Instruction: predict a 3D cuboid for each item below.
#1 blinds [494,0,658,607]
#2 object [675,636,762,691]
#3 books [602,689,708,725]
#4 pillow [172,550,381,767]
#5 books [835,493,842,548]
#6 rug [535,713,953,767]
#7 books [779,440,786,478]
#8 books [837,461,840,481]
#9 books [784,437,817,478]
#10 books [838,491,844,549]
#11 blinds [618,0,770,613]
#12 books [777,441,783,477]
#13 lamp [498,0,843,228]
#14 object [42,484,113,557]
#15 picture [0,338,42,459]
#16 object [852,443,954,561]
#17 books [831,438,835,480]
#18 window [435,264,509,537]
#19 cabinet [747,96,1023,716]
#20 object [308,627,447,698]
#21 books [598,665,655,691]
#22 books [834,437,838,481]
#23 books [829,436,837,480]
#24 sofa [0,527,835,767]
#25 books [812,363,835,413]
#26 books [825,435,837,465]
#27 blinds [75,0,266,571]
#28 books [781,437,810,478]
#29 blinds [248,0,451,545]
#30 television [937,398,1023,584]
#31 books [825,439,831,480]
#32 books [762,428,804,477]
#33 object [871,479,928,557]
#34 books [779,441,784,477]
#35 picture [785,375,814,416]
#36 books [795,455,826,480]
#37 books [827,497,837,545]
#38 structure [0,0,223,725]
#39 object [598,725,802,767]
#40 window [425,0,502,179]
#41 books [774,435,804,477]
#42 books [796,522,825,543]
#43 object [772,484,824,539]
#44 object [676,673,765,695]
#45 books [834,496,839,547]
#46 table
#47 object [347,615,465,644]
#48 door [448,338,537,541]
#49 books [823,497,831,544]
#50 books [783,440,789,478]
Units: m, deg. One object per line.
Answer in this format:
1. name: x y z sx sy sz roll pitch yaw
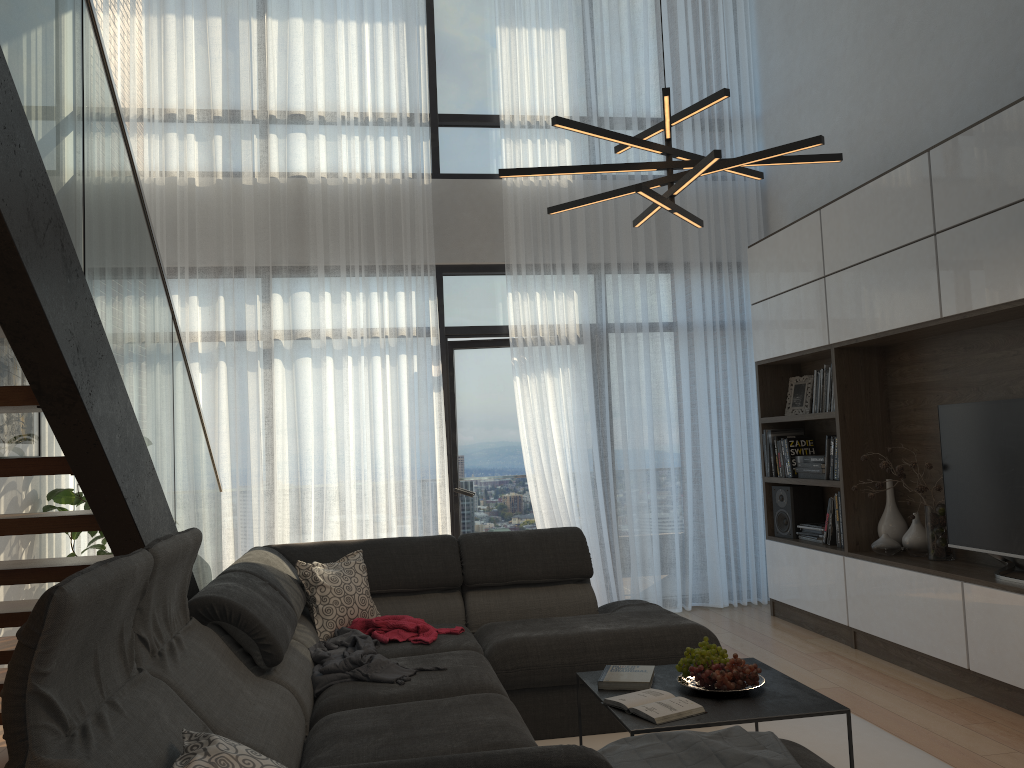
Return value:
1. blinds: 0.427 -1.195 6.205 0.858 5.579 0.589 0 -5 -32
2. object: 0.717 0.950 3.026 0.256 0.173 0.279 -2 -4 -12
3. books: 0.448 1.019 2.824 0.199 0.025 0.294 0 -5 -30
4. pillow: -0.657 0.871 2.859 0.386 0.364 2.734 -2 -4 -6
5. books: 2.004 0.789 5.161 0.237 0.314 0.034 -2 -4 -9
6. rug: 0.783 1.358 2.870 1.606 0.013 2.496 -2 -4 -10
7. books: 1.819 0.479 5.720 0.169 0.242 0.050 -2 -4 -10
8. books: 1.952 0.417 5.050 0.197 0.260 0.066 -2 -4 -9
9. books: 1.841 0.468 5.630 0.191 0.249 0.083 -2 -4 -9
10. books: 2.012 0.780 5.130 0.237 0.326 0.026 -2 -4 -9
11. blinds: 1.291 -1.215 6.429 1.163 5.581 0.218 -2 -4 -12
12. books: 1.826 0.485 5.768 0.189 0.240 0.053 -2 -4 -9
13. lamp: 0.482 -2.419 3.225 1.200 3.645 0.831 -2 -4 1
14. object: -2.428 0.938 5.274 0.528 1.463 0.774 -3 -4 11
15. picture: -2.663 -0.087 4.695 0.025 0.990 0.871 -2 -4 -9
16. object: 2.053 0.604 4.598 0.542 0.598 0.317 -4 -5 26
17. books: 1.928 0.430 5.118 0.179 0.243 0.071 -2 -4 -10
18. window: -0.473 0.406 6.244 4.808 2.501 0.119 -2 -4 -9
19. cabinet: 2.141 0.140 4.034 0.338 2.494 4.036 -2 -4 -9
20. object: -0.622 1.043 3.357 0.411 0.118 0.905 0 -5 -33
21. books: 0.409 1.041 3.146 0.179 0.029 0.225 -3 -4 14
22. books: 1.946 0.424 5.083 0.191 0.249 0.084 -2 -4 -9
23. books: 1.937 0.427 5.146 0.192 0.254 0.075 -2 -4 -10
24. sofa: -0.077 0.919 3.058 2.108 0.995 3.169 -2 -4 -9
25. books: 1.977 0.024 5.367 0.185 0.299 0.367 -2 -4 -9
26. books: 1.932 0.428 5.193 0.197 0.260 0.066 -2 -4 -9
27. blinds: -2.250 -1.107 5.820 1.223 5.581 0.218 -2 -4 -12
28. books: 1.835 0.471 5.694 0.193 0.255 0.066 -2 -4 -10
29. blinds: -1.185 -1.138 6.021 1.374 5.581 0.218 -2 -4 -12
30. television: 2.239 0.446 3.767 0.229 0.779 1.220 -2 -4 -9
31. books: 1.908 0.437 5.166 0.172 0.242 0.069 -2 -4 -8
32. books: 1.813 0.456 5.892 0.259 0.321 0.128 -2 -4 -9
33. object: 2.103 0.715 4.774 0.313 0.397 0.313 -5 -5 33
34. books: 1.823 0.484 5.743 0.170 0.236 0.049 -2 -4 -9
35. picture: 1.928 0.079 5.908 0.114 0.270 0.216 0 -5 -28
36. books: 1.936 0.505 5.423 0.277 0.137 0.343 -2 -4 -9
37. books: 1.982 0.808 5.255 0.210 0.289 0.100 -2 -4 -10
38. structure: -1.579 -0.136 1.479 1.289 3.460 5.660 -2 -4 -9
39. object: 0.425 1.032 2.098 0.548 0.369 0.685 -2 -4 -2
40. window: -0.605 -2.684 6.464 4.808 2.500 0.119 -2 -4 -9
41. books: 1.824 0.471 5.801 0.202 0.268 0.053 -2 -4 -10
42. books: 1.920 0.925 5.519 0.204 0.099 0.325 -2 -4 -9
43. object: 1.869 0.831 5.812 0.244 0.331 0.214 -1 -4 -19
44. object: 0.712 1.021 3.026 0.295 0.026 0.295 -1 -4 -16
45. books: 1.994 0.800 5.191 0.213 0.301 0.028 -2 -4 -9
46. table: 0.646 1.197 3.001 0.700 0.323 0.700 -2 -4 -9
47. object: -0.505 1.043 3.794 0.536 0.077 0.323 -4 -4 25
48. door: 0.107 0.645 6.428 1.118 1.976 0.206 -2 -4 1
49. books: 1.991 0.814 5.308 0.232 0.284 0.142 -2 -4 -9
50. books: 1.832 0.474 5.663 0.177 0.242 0.066 -2 -4 -10
